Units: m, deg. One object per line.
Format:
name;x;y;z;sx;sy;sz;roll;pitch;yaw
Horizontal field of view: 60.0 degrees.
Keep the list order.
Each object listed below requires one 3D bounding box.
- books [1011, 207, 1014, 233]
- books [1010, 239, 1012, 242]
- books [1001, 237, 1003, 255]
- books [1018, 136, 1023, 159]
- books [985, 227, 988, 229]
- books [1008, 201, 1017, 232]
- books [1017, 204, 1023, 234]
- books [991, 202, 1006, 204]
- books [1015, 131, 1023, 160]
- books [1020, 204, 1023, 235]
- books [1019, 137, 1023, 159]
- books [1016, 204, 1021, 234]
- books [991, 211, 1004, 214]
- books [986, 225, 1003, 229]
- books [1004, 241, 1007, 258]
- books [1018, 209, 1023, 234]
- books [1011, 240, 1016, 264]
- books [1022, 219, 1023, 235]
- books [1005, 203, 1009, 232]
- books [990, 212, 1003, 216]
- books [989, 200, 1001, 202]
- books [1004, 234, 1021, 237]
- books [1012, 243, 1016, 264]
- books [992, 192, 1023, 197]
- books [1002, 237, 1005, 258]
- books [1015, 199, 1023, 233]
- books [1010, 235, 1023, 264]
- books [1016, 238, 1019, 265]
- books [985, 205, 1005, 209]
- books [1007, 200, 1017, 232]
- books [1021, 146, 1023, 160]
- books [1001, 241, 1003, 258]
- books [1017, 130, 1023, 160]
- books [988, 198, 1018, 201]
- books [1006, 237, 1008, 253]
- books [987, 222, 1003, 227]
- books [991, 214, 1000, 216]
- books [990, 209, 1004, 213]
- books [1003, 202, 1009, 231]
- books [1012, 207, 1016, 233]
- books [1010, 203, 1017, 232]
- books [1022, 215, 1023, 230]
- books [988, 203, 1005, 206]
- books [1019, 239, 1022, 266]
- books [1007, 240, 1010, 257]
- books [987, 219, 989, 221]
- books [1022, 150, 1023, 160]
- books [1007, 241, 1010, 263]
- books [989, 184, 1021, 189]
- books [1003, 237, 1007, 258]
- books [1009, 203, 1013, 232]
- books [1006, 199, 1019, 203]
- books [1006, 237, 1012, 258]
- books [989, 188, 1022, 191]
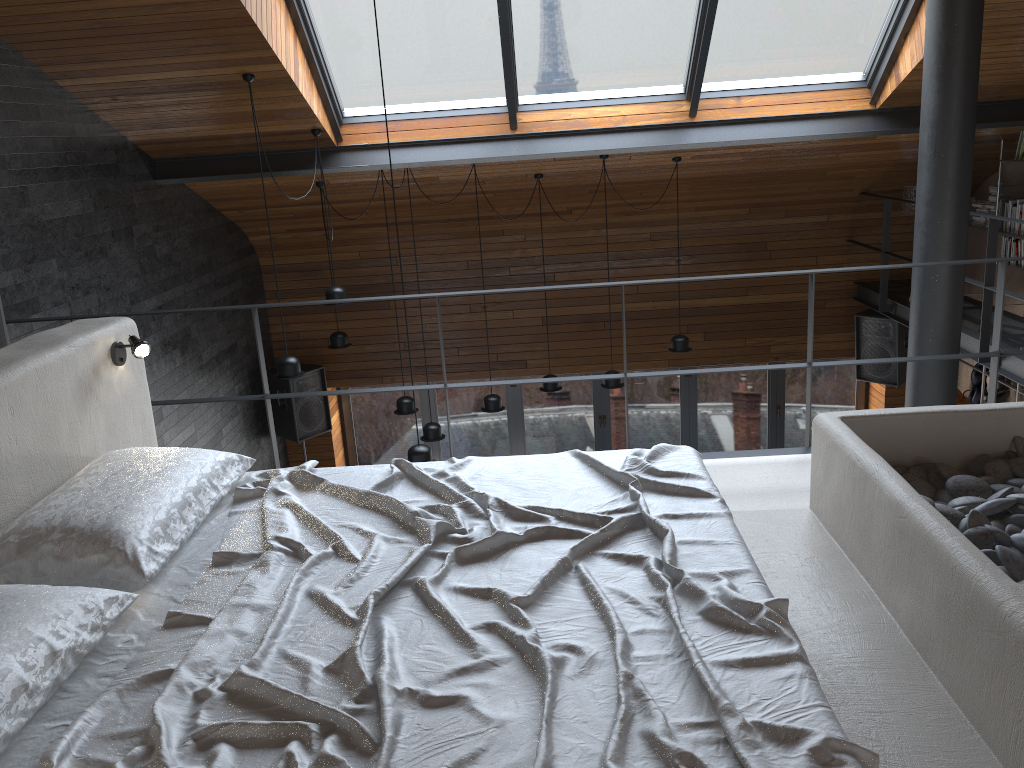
books;4.138;-1.339;7.222;0.130;0.207;0.010;-3;15;2
books;4.140;-1.094;7.280;0.111;0.198;0.008;-3;15;2
books;4.153;-1.132;7.408;0.127;0.201;0.011;-3;15;2
books;4.103;-1.881;7.034;0.131;0.178;0.058;-3;15;2
books;4.168;-1.320;7.502;0.252;0.016;0.182;-2;16;8
books;4.179;-1.381;7.278;0.192;0.251;0.012;-3;15;2
books;4.142;-1.327;7.123;0.148;0.234;0.013;-3;15;2
books;4.168;-1.526;7.436;0.222;0.012;0.160;-2;16;8
books;4.105;-1.908;7.063;0.148;0.229;0.073;-3;15;2
books;4.151;-1.321;7.087;0.146;0.240;0.023;-3;15;2
books;4.108;-1.888;7.016;0.149;0.202;0.067;-3;15;2
books;4.138;-1.330;7.135;0.148;0.234;0.013;-3;15;2
books;4.179;-1.450;7.459;0.227;0.013;0.160;0;16;13
books;4.170;-1.331;7.482;0.247;0.016;0.182;-3;16;2
books;4.144;-1.100;7.350;0.119;0.171;0.014;-3;15;2
books;4.141;-1.305;7.113;0.143;0.199;0.019;-3;15;2
books;4.133;-1.079;7.228;0.111;0.198;0.008;-3;15;2
books;4.147;-1.309;7.058;0.148;0.234;0.013;-3;15;2
books;4.162;-1.378;7.305;0.169;0.232;0.018;-3;15;2
books;4.170;-1.437;7.462;0.222;0.012;0.160;-5;16;-3
books;4.153;-1.541;7.451;0.201;0.012;0.161;-3;16;2
books;4.176;-1.134;7.375;0.177;0.219;0.008;-3;15;2
books;4.136;-1.067;7.222;0.112;0.177;0.009;-3;15;2
books;4.174;-1.588;7.415;0.234;0.028;0.180;-3;16;2
books;4.141;-1.120;7.369;0.127;0.201;0.011;-3;15;2
books;4.152;-1.359;7.172;0.143;0.268;0.020;-3;15;2
books;4.139;-1.098;7.237;0.122;0.230;0.017;-3;15;2
books;4.158;-1.075;7.174;0.155;0.215;0.055;-3;15;2
books;4.158;-1.493;7.440;0.288;0.025;0.175;-2;16;8
books;4.175;-1.386;7.288;0.191;0.255;0.012;-3;15;2
books;4.115;-1.890;6.998;0.148;0.229;0.073;-3;15;2
books;4.170;-1.139;7.393;0.164;0.219;0.010;-3;15;2
books;4.121;-1.901;7.036;0.169;0.229;0.077;-3;15;2
books;4.145;-1.553;7.439;0.208;0.017;0.168;-3;16;2
books;4.152;-1.113;7.329;0.125;0.206;0.019;-3;15;2
books;4.171;-1.351;7.481;0.239;0.021;0.174;-2;16;8
books;4.163;-1.416;7.462;0.258;0.028;0.180;-2;16;8
books;4.173;-1.461;7.446;0.225;0.017;0.168;-3;16;2
books;4.146;-1.386;7.333;0.148;0.234;0.013;-3;15;2
books;4.150;-1.339;7.207;0.146;0.210;0.018;-3;15;2
books;4.156;-1.359;7.242;0.160;0.231;0.021;-3;15;2
books;4.153;-1.299;7.075;0.148;0.205;0.014;-3;15;2
books;4.156;-1.514;7.445;0.254;0.012;0.158;0;16;13
books;4.148;-1.059;7.129;0.133;0.218;0.051;-3;15;2
books;4.143;-1.092;7.300;0.117;0.183;0.012;-3;15;2
books;4.170;-1.381;7.472;0.252;0.016;0.182;-2;16;6
books;4.115;-1.882;6.972;0.160;0.228;0.080;-3;15;2
books;4.137;-1.086;7.291;0.112;0.177;0.009;-3;15;2
books;4.158;-1.651;7.426;0.228;0.016;0.182;-3;16;2
books;4.148;-1.118;7.358;0.127;0.201;0.011;-3;15;2
books;4.156;-1.369;7.269;0.148;0.234;0.013;-3;15;2
books;4.183;-1.401;7.339;0.207;0.255;0.010;-3;15;2
books;4.161;-1.116;7.308;0.161;0.223;0.017;-3;15;2
books;4.153;-1.633;7.420;0.228;0.016;0.182;-3;16;2
